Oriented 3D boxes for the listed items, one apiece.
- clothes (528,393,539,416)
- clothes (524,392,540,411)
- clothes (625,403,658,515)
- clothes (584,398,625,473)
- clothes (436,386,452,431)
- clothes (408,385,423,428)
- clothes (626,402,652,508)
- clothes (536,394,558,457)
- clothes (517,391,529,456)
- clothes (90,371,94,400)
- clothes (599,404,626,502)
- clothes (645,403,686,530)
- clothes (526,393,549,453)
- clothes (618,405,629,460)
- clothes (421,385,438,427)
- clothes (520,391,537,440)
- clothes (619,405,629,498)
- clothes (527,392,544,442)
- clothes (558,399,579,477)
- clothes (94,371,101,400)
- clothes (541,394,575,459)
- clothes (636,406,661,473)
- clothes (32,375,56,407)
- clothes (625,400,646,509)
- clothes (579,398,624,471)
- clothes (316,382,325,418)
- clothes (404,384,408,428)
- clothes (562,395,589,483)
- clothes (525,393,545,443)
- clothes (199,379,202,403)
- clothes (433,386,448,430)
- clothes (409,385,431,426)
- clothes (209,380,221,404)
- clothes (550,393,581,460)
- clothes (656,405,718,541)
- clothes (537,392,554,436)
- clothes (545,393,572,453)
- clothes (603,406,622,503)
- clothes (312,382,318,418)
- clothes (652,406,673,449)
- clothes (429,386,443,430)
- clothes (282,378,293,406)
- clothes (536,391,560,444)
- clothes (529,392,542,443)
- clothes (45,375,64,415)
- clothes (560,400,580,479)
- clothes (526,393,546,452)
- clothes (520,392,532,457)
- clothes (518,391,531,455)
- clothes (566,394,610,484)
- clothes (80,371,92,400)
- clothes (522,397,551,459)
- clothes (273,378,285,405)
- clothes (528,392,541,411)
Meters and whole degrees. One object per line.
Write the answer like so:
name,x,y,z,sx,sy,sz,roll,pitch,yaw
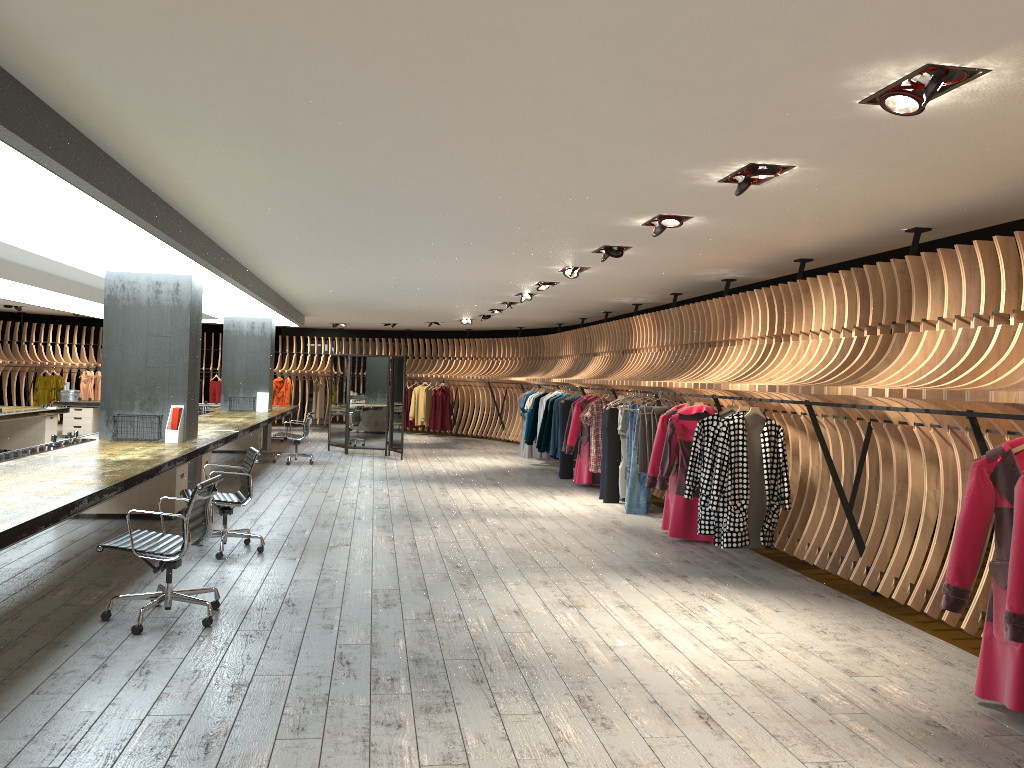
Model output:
clothes,0.638,0.628,16.666,0.743,0.961,0.167,2,-1,-15
clothes,0.599,0.612,16.712,0.743,0.931,0.158,2,-1,-5
clothes,1.523,0.979,10.418,0.373,1.536,0.312,2,-1,2
clothes,1.307,0.702,11.965,0.759,1.030,0.179,2,-1,-23
clothes,-1.687,0.611,22.239,0.443,1.129,0.127,2,-1,-37
clothes,-2.480,0.580,22.851,0.127,1.129,0.443,1,-1,43
clothes,1.561,0.859,10.572,0.277,1.292,0.316,2,-1,-45
clothes,0.868,0.702,14.967,0.913,1.081,0.238,2,-1,-4
clothes,0.430,0.865,17.705,0.677,1.434,0.203,2,-1,6
clothes,-10.610,0.249,22.324,0.125,1.156,0.447,2,-1,-39
clothes,1.390,0.947,11.467,0.539,1.353,0.087,2,-1,31
clothes,1.785,0.854,8.995,0.840,1.312,0.321,2,-1,10
clothes,0.724,0.694,15.897,0.913,1.081,0.238,2,-1,-4
clothes,1.440,0.837,11.063,0.273,1.143,0.170,2,-1,23
clothes,-2.048,0.556,22.540,0.152,1.053,0.777,2,0,32
clothes,0.521,0.624,16.845,0.738,0.971,0.167,2,-1,0
clothes,1.444,0.836,10.956,0.278,1.141,0.172,2,-1,-2
clothes,0.641,0.614,16.256,0.734,0.938,0.164,2,-1,-5
clothes,1.012,0.918,14.024,0.539,1.353,0.087,2,-1,16
clothes,-10.483,0.252,22.429,0.125,1.156,0.447,2,-1,-44
clothes,0.930,0.706,14.616,0.913,1.081,0.238,2,-1,-9
clothes,1.583,0.635,10.137,0.278,0.767,0.263,2,-1,-1
clothes,-11.339,0.293,21.524,0.665,1.045,0.168,2,-1,22
clothes,1.497,0.970,10.710,0.277,1.543,0.316,2,-1,-10
clothes,1.288,0.702,12.187,0.760,1.020,0.187,2,-1,-8
clothes,-5.166,0.433,23.935,0.096,0.988,0.465,2,0,8
clothes,-2.764,0.570,23.040,0.126,1.129,0.444,2,-1,-17
clothes,1.154,0.803,13.086,0.839,1.312,0.321,2,-1,-10
clothes,0.692,0.692,16.104,0.913,1.081,0.238,2,-1,-9
clothes,-8.464,0.538,23.614,0.087,1.353,0.539,2,-1,16
clothes,-1.748,0.608,22.310,0.444,1.129,0.127,2,-1,-12
clothes,-2.226,0.549,22.671,0.777,1.053,0.151,2,-1,-8
clothes,-7.959,0.562,23.771,0.552,1.338,0.093,2,-1,36
clothes,0.985,0.682,14.307,0.715,1.088,0.257,2,-1,-3
clothes,1.831,0.857,8.710,0.840,1.312,0.321,2,-1,20
clothes,0.815,0.679,15.489,0.733,1.106,0.165,2,-1,-4
clothes,0.918,0.677,14.741,0.715,1.088,0.257,2,-1,-13
clothes,1.438,0.950,11.269,0.539,1.353,0.087,2,-1,-9
clothes,-5.286,0.428,23.944,0.096,0.988,0.465,2,0,3
clothes,1.731,0.634,9.985,0.336,0.776,0.254,2,-1,7
clothes,-1.880,0.603,22.416,0.443,1.129,0.127,2,-1,-37
clothes,-6.086,0.275,23.985,0.201,0.881,0.839,2,0,-29
clothes,0.787,0.679,15.292,0.733,1.106,0.165,2,-1,-9
clothes,0.627,0.628,16.442,0.742,0.950,0.168,2,-1,-25
clothes,-11.229,0.296,21.670,0.665,1.045,0.168,2,-1,22
clothes,1.023,0.919,13.831,0.539,1.353,0.087,2,-1,-4
clothes,0.718,0.693,15.984,0.913,1.081,0.238,2,-1,-9
clothes,0.473,0.868,17.427,0.677,1.434,0.203,2,-1,6
clothes,0.452,0.867,17.566,0.677,1.434,0.204,2,-1,-19
clothes,1.198,0.806,12.799,0.840,1.312,0.321,2,-1,0
clothes,-10.696,0.246,22.244,0.447,1.156,0.125,2,-1,26
clothes,0.492,0.870,17.293,0.677,1.434,0.204,2,-1,-24
clothes,-6.332,0.267,23.998,0.201,0.881,0.839,2,0,21
clothes,0.659,0.612,16.526,0.742,0.939,0.162,2,-1,-15
